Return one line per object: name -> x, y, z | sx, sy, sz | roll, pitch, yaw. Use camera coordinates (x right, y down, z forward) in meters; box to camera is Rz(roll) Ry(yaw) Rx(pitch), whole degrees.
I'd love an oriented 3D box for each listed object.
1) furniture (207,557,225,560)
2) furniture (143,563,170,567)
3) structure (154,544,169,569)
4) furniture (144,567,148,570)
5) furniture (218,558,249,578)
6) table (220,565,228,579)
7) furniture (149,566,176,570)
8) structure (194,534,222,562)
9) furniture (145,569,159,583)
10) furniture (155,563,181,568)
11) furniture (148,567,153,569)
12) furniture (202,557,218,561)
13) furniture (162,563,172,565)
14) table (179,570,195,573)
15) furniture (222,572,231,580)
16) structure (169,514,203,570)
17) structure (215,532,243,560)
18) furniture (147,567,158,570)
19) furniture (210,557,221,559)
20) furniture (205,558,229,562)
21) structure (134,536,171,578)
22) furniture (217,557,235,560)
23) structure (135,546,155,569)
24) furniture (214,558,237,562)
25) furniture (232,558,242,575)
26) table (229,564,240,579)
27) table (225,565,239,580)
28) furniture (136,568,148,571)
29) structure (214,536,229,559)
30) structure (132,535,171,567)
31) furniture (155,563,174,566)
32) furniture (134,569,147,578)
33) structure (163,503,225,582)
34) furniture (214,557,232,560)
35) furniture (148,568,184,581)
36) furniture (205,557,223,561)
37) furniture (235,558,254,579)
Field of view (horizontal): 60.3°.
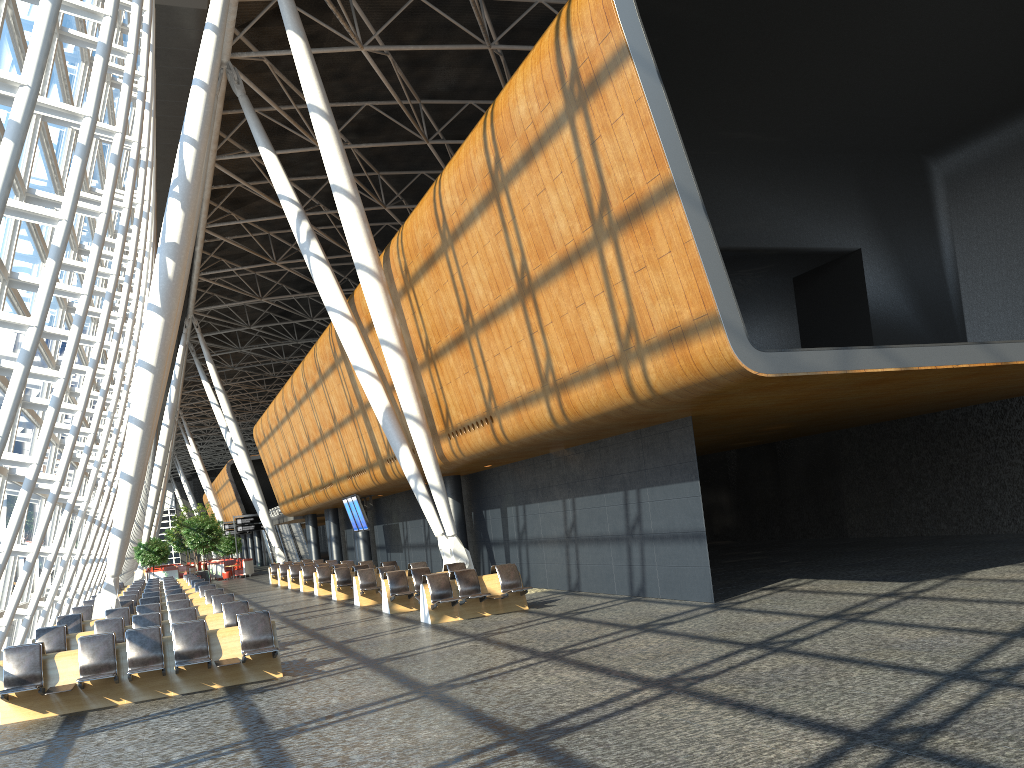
furniture -> -29.804, 18.009, 88.884 | 1.891, 0.864, 1.679 | -3, -8, -22
furniture -> -37.080, 19.319, 92.117 | 3.241, 0.863, 1.679 | -3, -8, -22
structure -> -21.733, 10.824, 53.607 | 1.843, 2.835, 1.785 | -8, -5, 25
furniture -> -31.517, 16.613, 78.239 | 3.241, 0.863, 1.679 | -3, -8, -22
furniture -> -16.947, 11.166, 53.371 | 2.851, 1.003, 0.888 | -12, -7, 35
table -> -17.327, 11.255, 52.804 | 0.797, 0.745, 0.806 | -6, -6, -6
furniture -> -21.873, 12.052, 55.552 | 2.851, 1.003, 0.888 | -12, -7, 35
structure -> -21.389, 11.726, 62.013 | 2.275, 3.457, 2.238 | -6, -4, -10
furniture -> -20.647, 11.250, 51.119 | 0.887, 1.000, 2.859 | -6, -8, -10
furniture -> -25.824, 14.132, 66.466 | 0.893, 1.001, 2.839 | -8, -8, 19
furniture -> -25.726, 13.679, 63.513 | 0.885, 1.001, 2.862 | -4, -8, -25
furniture -> -33.142, 19.633, 97.211 | 1.891, 0.864, 1.679 | -3, -8, -22
furniture -> -35.967, 18.778, 89.342 | 3.241, 0.863, 1.679 | -3, -8, -22
table -> -17.607, 10.546, 47.843 | 0.806, 0.745, 0.798 | -11, -7, 38
furniture -> -15.793, 10.631, 48.816 | 0.442, 0.457, 0.447 | -6, -5, -10
structure -> -23.979, 12.061, 65.866 | 3.092, 4.506, 5.791 | -6, -6, 0
structure -> -18.947, 11.376, 59.175 | 1.791, 2.763, 1.734 | -8, -5, 25
furniture -> -23.427, 12.602, 58.054 | 0.887, 1.000, 2.859 | -6, -8, -10
furniture -> -32.029, 19.092, 94.436 | 1.891, 0.864, 1.679 | -3, -8, -22
furniture -> -21.410, 13.203, 63.608 | 0.893, 1.001, 2.839 | -8, -8, 19
structure -> -19.082, 9.571, 46.996 | 1.791, 2.763, 1.734 | -8, -5, 25
furniture -> -25.353, 15.845, 77.781 | 1.891, 0.864, 1.679 | -3, -8, -22
structure -> -23.176, 11.452, 56.588 | 1.815, 2.797, 1.758 | -8, -5, 25
furniture -> -19.727, 12.518, 60.306 | 2.851, 1.003, 0.888 | -12, -7, 35
furniture -> -18.173, 11.968, 57.804 | 0.887, 1.000, 2.859 | -6, -8, -10
table -> -16.053, 10.804, 50.753 | 0.797, 0.745, 0.806 | -6, -6, -6
table -> -15.601, 10.534, 49.290 | 0.797, 0.745, 0.806 | -6, -6, -6
furniture -> -29.291, 15.531, 72.687 | 3.241, 0.863, 1.679 | -3, -8, -22
structure -> -22.521, 13.130, 68.928 | 1.946, 2.978, 1.885 | -8, -5, 25
structure -> -20.252, 10.005, 49.652 | 1.881, 2.952, 1.914 | -10, -6, 41
furniture -> -34.855, 18.237, 86.566 | 3.241, 0.863, 1.679 | -3, -8, -22
furniture -> -28.179, 14.989, 69.912 | 3.241, 0.863, 1.679 | -3, -8, -22
structure -> -18.459, 9.203, 50.935 | 3.082, 4.508, 5.868 | -4, -7, -30
furniture -> -26.466, 16.386, 80.557 | 1.891, 0.864, 1.679 | -3, -8, -22
furniture -> -19.093, 10.700, 48.617 | 2.851, 1.003, 0.888 | -12, -7, 35
furniture -> -30.917, 18.551, 91.660 | 1.891, 0.864, 1.679 | -3, -8, -22
furniture -> -15.393, 10.616, 50.869 | 0.887, 1.000, 2.859 | -6, -8, -10
